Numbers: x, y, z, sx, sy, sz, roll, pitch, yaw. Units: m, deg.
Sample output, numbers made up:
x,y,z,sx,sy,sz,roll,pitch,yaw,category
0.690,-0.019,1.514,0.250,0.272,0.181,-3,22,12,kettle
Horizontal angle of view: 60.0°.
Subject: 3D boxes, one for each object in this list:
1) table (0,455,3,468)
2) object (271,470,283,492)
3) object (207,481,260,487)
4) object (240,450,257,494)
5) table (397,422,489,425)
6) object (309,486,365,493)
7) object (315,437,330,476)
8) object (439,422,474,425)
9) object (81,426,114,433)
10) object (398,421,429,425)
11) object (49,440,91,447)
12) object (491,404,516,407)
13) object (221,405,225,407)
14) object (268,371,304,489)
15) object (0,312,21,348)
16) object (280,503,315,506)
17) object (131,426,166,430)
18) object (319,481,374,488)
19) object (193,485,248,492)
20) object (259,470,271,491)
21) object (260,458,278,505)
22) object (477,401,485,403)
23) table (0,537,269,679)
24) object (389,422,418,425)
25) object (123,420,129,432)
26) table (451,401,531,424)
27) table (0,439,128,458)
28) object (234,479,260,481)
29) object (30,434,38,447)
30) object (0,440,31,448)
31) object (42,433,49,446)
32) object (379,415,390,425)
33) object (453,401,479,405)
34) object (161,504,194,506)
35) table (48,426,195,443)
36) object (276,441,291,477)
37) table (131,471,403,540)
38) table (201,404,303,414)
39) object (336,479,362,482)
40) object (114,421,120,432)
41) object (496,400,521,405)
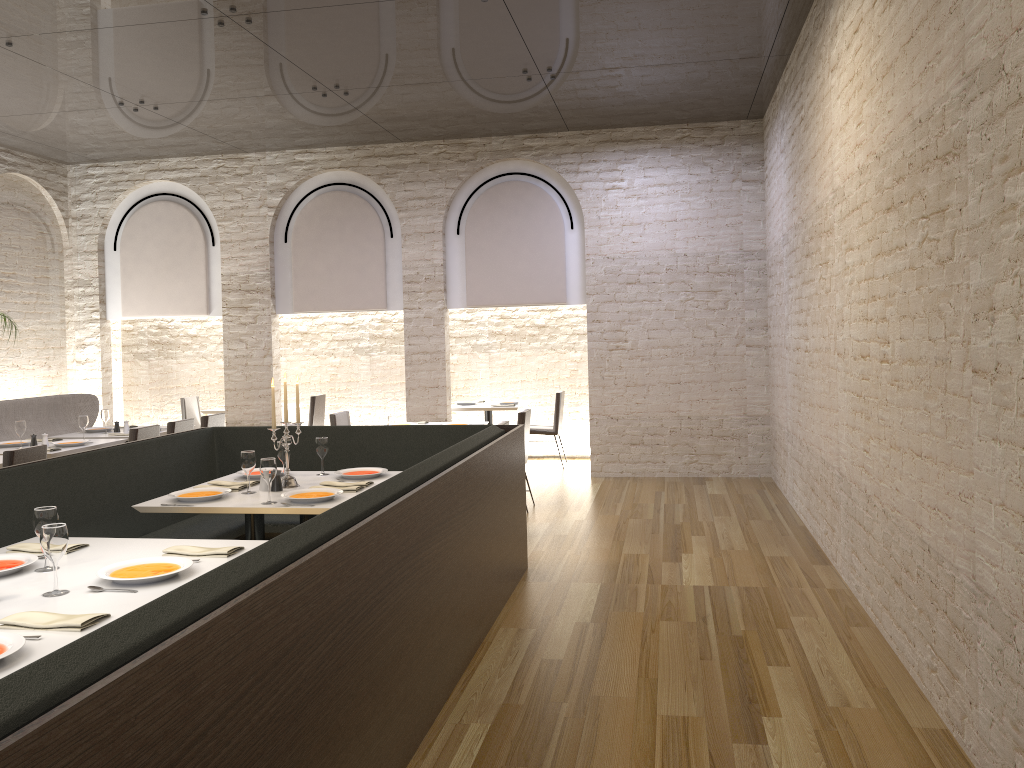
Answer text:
x,y,z,sx,sy,sz,roll,pitch,yaw,category
-4.174,0.967,6.450,0.936,0.759,1.012,-1,2,10,table
-1.309,0.536,4.924,0.069,0.126,0.069,-2,1,-38,object
-1.616,0.580,5.169,0.273,0.033,0.143,-1,3,10,object
-1.449,0.485,4.871,0.086,0.231,0.086,-2,1,-44,object
-0.764,0.784,8.269,0.936,0.759,1.012,-1,2,10,table
-0.967,0.578,4.890,0.273,0.033,0.143,-1,3,10,object
-1.171,0.446,5.473,0.086,0.231,0.086,-2,1,-20,object
-0.514,0.385,8.216,0.322,0.036,0.321,-3,4,-34,object
-4.058,0.450,8.702,0.322,0.036,0.321,-4,4,-42,object
-0.964,0.381,8.646,0.273,0.033,0.143,-1,3,10,object
-3.730,0.506,7.483,0.322,0.036,0.321,-4,4,-42,object
-0.103,0.259,10.543,0.273,0.033,0.143,-1,3,10,object
-3.619,0.290,11.540,0.322,0.036,0.322,-4,4,-45,object
-1.285,0.257,5.050,0.131,0.656,0.390,-1,1,21,object
-5.356,0.295,8.464,1.145,1.974,1.189,-2,1,-9,object
-1.077,0.605,4.444,0.181,0.015,0.038,-1,3,12,object
-3.529,0.442,8.605,0.322,0.036,0.321,-4,4,-42,object
-0.940,0.569,5.042,0.273,0.033,0.143,-1,3,10,object
-1.643,0.589,5.017,0.273,0.033,0.143,-1,3,10,object
-1.384,0.535,4.962,0.069,0.126,0.069,-2,1,-38,object
-1.247,0.497,4.542,0.086,0.231,0.086,-2,1,-44,object
-0.489,0.228,11.327,0.273,0.033,0.143,-1,3,10,object
-1.755,1.110,2.536,1.100,0.759,2.542,-1,3,10,table
-1.042,0.393,8.312,0.322,0.036,0.321,-3,4,-34,object
-3.753,0.407,8.624,0.059,0.109,0.059,-3,2,-44,object
-0.289,0.631,10.950,0.936,0.759,1.012,-1,2,10,table
-3.980,0.905,7.536,0.936,0.759,1.012,-1,2,10,table
-1.574,0.575,5.297,0.185,0.010,0.017,-1,2,10,object
-4.031,0.475,7.469,0.059,0.109,0.059,-3,2,-44,object
-4.258,0.514,7.579,0.322,0.036,0.321,-4,4,-42,object
-3.953,0.471,7.502,0.059,0.109,0.059,-3,2,-44,object
-1.009,0.362,7.005,0.086,0.231,0.086,-1,1,40,object
-0.567,0.240,10.994,0.322,0.036,0.322,-4,4,-45,object
-1.710,0.619,4.534,0.185,0.010,0.017,-1,2,10,object
-3.780,0.841,8.659,0.936,0.759,1.012,-1,2,10,table
-1.369,0.460,5.318,0.086,0.231,0.086,-2,1,-44,object
-1.305,0.966,5.052,1.100,0.759,1.189,-1,2,10,table
-3.341,0.681,11.496,0.936,0.759,1.012,-1,2,10,table
-0.946,0.563,5.179,0.181,0.015,0.038,-1,3,12,object
-3.830,0.411,8.591,0.059,0.109,0.059,-3,2,-44,object
-0.038,0.232,10.897,0.322,0.036,0.322,-4,4,-45,object
